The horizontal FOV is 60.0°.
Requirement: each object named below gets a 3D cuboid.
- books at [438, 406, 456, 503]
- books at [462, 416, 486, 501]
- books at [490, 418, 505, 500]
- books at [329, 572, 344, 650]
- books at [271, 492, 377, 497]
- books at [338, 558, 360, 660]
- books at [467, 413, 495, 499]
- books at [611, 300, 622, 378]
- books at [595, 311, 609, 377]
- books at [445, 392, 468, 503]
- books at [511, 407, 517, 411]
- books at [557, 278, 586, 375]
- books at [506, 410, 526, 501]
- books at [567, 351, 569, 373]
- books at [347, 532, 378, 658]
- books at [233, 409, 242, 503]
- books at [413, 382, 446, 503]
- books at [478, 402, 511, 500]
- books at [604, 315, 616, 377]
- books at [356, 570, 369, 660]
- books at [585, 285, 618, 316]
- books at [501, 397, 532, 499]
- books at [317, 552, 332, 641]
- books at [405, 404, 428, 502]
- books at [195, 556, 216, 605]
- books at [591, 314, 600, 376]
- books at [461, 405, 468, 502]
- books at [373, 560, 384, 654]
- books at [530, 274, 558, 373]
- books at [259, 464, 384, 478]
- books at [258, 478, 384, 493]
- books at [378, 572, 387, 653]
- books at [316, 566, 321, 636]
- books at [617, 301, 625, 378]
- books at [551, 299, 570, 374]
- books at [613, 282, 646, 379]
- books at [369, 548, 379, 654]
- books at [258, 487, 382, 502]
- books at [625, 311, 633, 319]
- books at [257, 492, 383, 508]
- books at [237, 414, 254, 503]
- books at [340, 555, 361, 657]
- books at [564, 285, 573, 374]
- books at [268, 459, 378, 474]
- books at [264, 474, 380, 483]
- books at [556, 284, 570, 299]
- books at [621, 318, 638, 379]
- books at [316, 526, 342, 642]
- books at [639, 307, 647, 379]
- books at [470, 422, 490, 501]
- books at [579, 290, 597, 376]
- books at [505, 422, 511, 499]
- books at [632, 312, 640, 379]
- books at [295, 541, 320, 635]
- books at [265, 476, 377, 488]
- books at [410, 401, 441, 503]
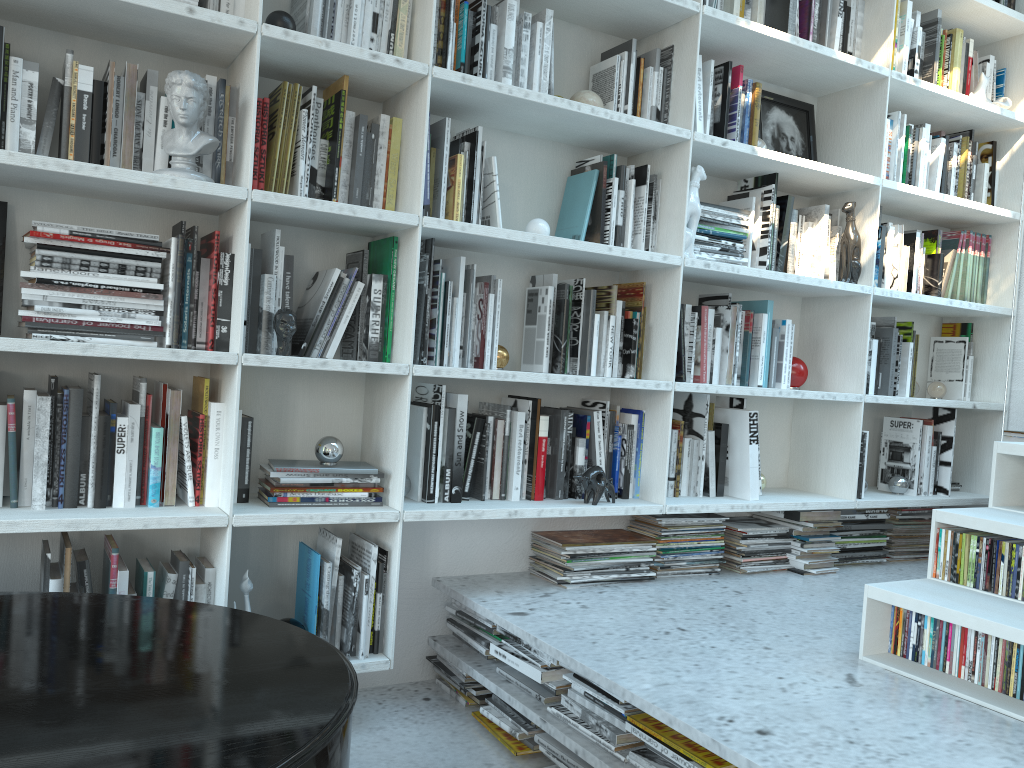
[{"bbox_3d":[-0.212,0.188,2.459,0.023,0.256,0.178,3,2,-30],"label":"books"},{"bbox_3d":[-0.147,0.204,2.514,0.065,0.231,0.162,3,2,-30],"label":"books"},{"bbox_3d":[-0.077,0.209,2.562,0.024,0.228,0.159,3,2,-30],"label":"books"},{"bbox_3d":[-0.464,0.575,2.268,0.013,0.202,0.139,3,2,-30],"label":"books"},{"bbox_3d":[-0.490,0.271,2.265,0.254,0.012,0.160,3,1,-24],"label":"books"},{"bbox_3d":[-0.434,0.566,2.256,0.026,0.225,0.175,3,2,-30],"label":"books"},{"bbox_3d":[-0.102,0.205,2.552,0.029,0.235,0.142,3,2,-30],"label":"books"},{"bbox_3d":[0.269,-0.138,2.720,0.018,0.229,0.181,3,2,-30],"label":"books"},{"bbox_3d":[0.231,-0.123,2.702,0.015,0.195,0.175,3,2,-30],"label":"books"},{"bbox_3d":[-0.187,0.170,2.471,0.030,0.294,0.188,3,2,-30],"label":"books"},{"bbox_3d":[-0.024,0.196,2.613,0.016,0.261,0.098,3,2,-30],"label":"books"},{"bbox_3d":[0.164,-0.172,2.679,0.007,0.285,0.159,3,2,-30],"label":"books"},{"bbox_3d":[-0.026,0.200,2.575,0.025,0.252,0.181,3,2,-30],"label":"books"},{"bbox_3d":[0.134,-0.136,2.679,0.031,0.208,0.122,3,2,-30],"label":"books"},{"bbox_3d":[-0.395,0.538,2.284,0.021,0.285,0.172,3,2,-30],"label":"books"},{"bbox_3d":[-0.708,0.172,2.206,0.027,0.229,0.141,3,2,-30],"label":"books"},{"bbox_3d":[-0.237,0.156,2.442,0.010,0.316,0.186,3,2,-30],"label":"books"},{"bbox_3d":[-0.058,0.191,2.568,0.014,0.268,0.171,3,2,-30],"label":"books"},{"bbox_3d":[0.248,-0.116,2.706,0.019,0.183,0.190,3,2,-30],"label":"books"},{"bbox_3d":[-0.408,0.574,2.271,0.011,0.212,0.178,3,2,-30],"label":"books"},{"bbox_3d":[0.260,-0.161,2.714,0.006,0.274,0.172,3,2,-30],"label":"books"},{"bbox_3d":[0.004,0.185,2.612,0.012,0.285,0.159,3,2,-30],"label":"books"},{"bbox_3d":[-0.493,0.552,2.229,0.014,0.246,0.176,3,2,-30],"label":"books"},{"bbox_3d":[-0.278,0.185,2.443,0.012,0.254,0.160,3,2,-30],"label":"books"},{"bbox_3d":[-0.750,0.545,2.151,0.025,0.229,0.133,3,2,-30],"label":"books"},{"bbox_3d":[0.201,-0.118,2.672,0.018,0.182,0.182,3,2,-30],"label":"books"},{"bbox_3d":[-0.175,0.180,2.489,0.010,0.277,0.174,3,2,-30],"label":"books"},{"bbox_3d":[-0.373,0.565,2.307,0.013,0.233,0.149,3,2,-30],"label":"books"},{"bbox_3d":[0.085,-0.180,2.642,0.016,0.290,0.131,3,2,-30],"label":"books"},{"bbox_3d":[-0.487,0.222,2.264,0.285,0.012,0.159,3,1,-26],"label":"books"},{"bbox_3d":[-0.489,0.259,2.263,0.285,0.012,0.159,3,1,-27],"label":"books"},{"bbox_3d":[-0.369,0.579,2.325,0.012,0.206,0.160,3,2,-30],"label":"books"},{"bbox_3d":[-0.514,0.559,2.238,0.012,0.229,0.129,3,2,-30],"label":"books"},{"bbox_3d":[0.293,-0.138,2.749,0.021,0.232,0.155,3,2,-30],"label":"books"},{"bbox_3d":[0.110,-0.141,2.627,0.016,0.216,0.177,3,2,-30],"label":"books"},{"bbox_3d":[0.355,-0.166,2.763,0.007,0.295,0.162,3,2,-30],"label":"books"},{"bbox_3d":[-0.390,0.545,2.312,0.015,0.271,0.157,3,2,-30],"label":"books"},{"bbox_3d":[-0.492,0.283,2.268,0.285,0.012,0.159,3,1,-25],"label":"books"},{"bbox_3d":[0.322,-0.123,2.768,0.016,0.205,0.141,3,2,-30],"label":"books"},{"bbox_3d":[-0.491,0.295,2.264,0.285,0.012,0.159,3,1,-27],"label":"books"},{"bbox_3d":[-0.685,0.183,2.223,0.030,0.210,0.136,3,2,-30],"label":"books"},{"bbox_3d":[-0.425,0.566,2.280,0.012,0.226,0.149,3,2,-30],"label":"books"},{"bbox_3d":[0.128,-0.161,2.652,0.008,0.259,0.158,3,2,-30],"label":"books"},{"bbox_3d":[-0.483,0.210,2.258,0.254,0.012,0.160,4,1,-21],"label":"books"},{"bbox_3d":[-0.484,0.235,2.256,0.254,0.012,0.160,3,1,-30],"label":"books"},{"bbox_3d":[0.118,-0.164,2.646,0.015,0.262,0.149,3,2,-30],"label":"books"},{"bbox_3d":[0.321,-0.110,2.736,0.016,0.180,0.189,3,2,-30],"label":"books"},{"bbox_3d":[-0.481,0.525,2.257,0.032,0.300,0.148,3,2,-30],"label":"books"},{"bbox_3d":[0.370,-0.130,2.800,0.009,0.224,0.146,3,2,-30],"label":"books"},{"bbox_3d":[-0.115,0.213,2.534,0.011,0.217,0.175,3,2,-30],"label":"books"},{"bbox_3d":[0.187,-0.154,2.663,0.018,0.251,0.184,3,2,-30],"label":"books"},{"bbox_3d":[-0.051,0.214,2.580,0.012,0.221,0.153,3,2,-30],"label":"books"},{"bbox_3d":[0.339,-0.121,2.766,0.013,0.204,0.158,3,2,-30],"label":"books"},{"bbox_3d":[-0.516,0.542,2.226,0.005,0.264,0.162,3,2,-30],"label":"books"},{"bbox_3d":[-0.490,0.246,2.267,0.254,0.012,0.160,3,1,-25],"label":"books"},{"bbox_3d":[-0.252,0.183,2.434,0.023,0.262,0.186,3,2,-30],"label":"books"}]
